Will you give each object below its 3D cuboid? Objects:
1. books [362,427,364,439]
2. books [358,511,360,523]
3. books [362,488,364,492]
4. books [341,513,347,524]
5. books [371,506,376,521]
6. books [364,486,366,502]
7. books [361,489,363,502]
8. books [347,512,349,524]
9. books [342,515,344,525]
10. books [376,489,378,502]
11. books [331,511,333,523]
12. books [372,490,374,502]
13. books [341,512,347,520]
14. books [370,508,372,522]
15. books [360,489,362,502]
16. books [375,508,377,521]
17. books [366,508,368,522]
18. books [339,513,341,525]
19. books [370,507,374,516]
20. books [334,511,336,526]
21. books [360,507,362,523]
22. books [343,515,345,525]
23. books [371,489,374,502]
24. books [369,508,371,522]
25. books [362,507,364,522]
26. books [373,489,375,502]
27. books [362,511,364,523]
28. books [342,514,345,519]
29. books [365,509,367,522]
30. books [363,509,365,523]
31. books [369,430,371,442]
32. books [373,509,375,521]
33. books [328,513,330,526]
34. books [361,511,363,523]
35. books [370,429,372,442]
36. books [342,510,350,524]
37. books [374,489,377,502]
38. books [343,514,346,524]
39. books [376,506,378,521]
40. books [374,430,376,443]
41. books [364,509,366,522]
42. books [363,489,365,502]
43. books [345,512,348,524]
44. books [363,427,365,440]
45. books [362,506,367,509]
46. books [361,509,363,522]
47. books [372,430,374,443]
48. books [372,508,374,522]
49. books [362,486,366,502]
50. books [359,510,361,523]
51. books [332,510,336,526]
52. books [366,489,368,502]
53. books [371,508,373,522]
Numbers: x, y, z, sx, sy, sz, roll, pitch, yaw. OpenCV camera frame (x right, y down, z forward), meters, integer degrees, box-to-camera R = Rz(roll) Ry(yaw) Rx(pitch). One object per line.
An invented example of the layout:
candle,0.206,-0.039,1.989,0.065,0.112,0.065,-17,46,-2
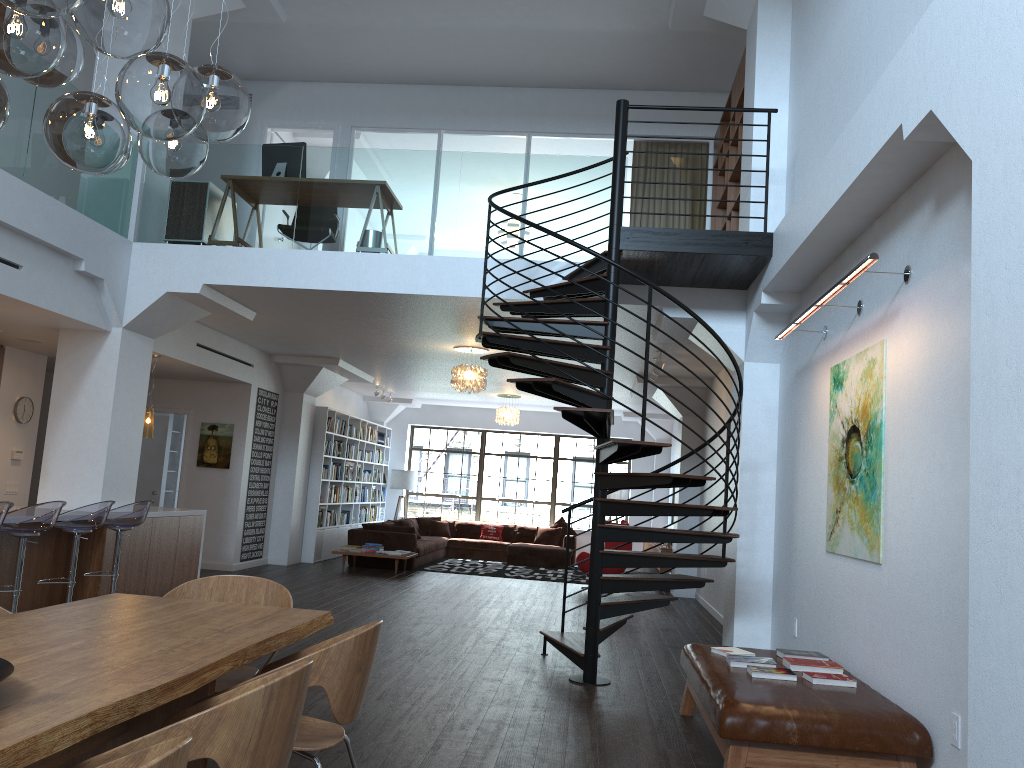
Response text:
books,-2.804,0.902,16.206,0.160,0.251,0.031,3,-7,6
books,-2.887,2.423,16.266,0.174,0.240,0.045,3,-7,5
books,-2.845,2.056,16.430,0.182,0.255,0.077,3,-7,6
books,-2.953,2.341,15.427,0.139,0.191,0.036,3,-7,6
books,-2.761,2.542,17.429,0.140,0.298,0.044,3,-7,6
books,-2.826,2.065,16.643,0.176,0.293,0.125,3,-7,6
books,-2.842,2.057,16.389,0.174,0.243,0.085,3,-7,6
books,-2.941,2.353,15.567,0.146,0.202,0.027,3,-7,6
books,-2.962,2.334,15.269,0.120,0.167,0.020,3,-7,6
books,-2.749,2.197,17.525,0.160,0.251,0.039,3,-7,6
books,-3.039,2.200,14.556,0.160,0.251,0.039,3,-7,6
books,-2.767,2.170,17.201,0.161,0.223,0.030,3,-7,6
books,-2.955,2.339,15.460,0.146,0.202,0.027,3,-7,6
books,-2.804,2.524,17.115,0.183,0.253,0.037,3,-7,6
books,-2.852,2.038,16.289,0.182,0.255,0.077,3,-7,6
books,-2.769,2.584,17.562,0.171,0.246,0.057,3,-7,6
books,-2.832,2.483,16.811,0.180,0.259,0.060,3,-7,5
books,-2.989,2.293,15.072,0.136,0.196,0.045,3,-7,6
books,-2.802,2.533,17.320,0.198,0.284,0.066,3,-7,6
books,-3.018,2.235,14.769,0.174,0.236,0.142,3,-7,5
books,-2.876,2.416,16.386,0.198,0.284,0.066,3,-7,5
books,-2.952,2.340,15.319,0.107,0.167,0.017,3,-7,6
books,-2.777,2.146,17.134,0.174,0.251,0.051,3,-7,6
books,-2.811,2.519,17.080,0.183,0.253,0.036,3,-7,6
books,-2.858,2.427,16.495,0.176,0.290,0.053,3,-7,5
books,-2.768,2.171,17.306,0.171,0.246,0.036,3,-7,6
books,-2.855,2.451,16.536,0.183,0.253,0.034,3,-7,5
books,-2.959,2.341,15.342,0.122,0.169,0.023,3,-7,6
books,-2.832,2.476,16.728,0.183,0.253,0.034,3,-7,5
books,-2.848,2.455,16.568,0.183,0.253,0.034,3,-7,5
books,-2.773,0.975,16.756,0.174,0.240,0.045,3,-7,6
books,-2.785,2.560,17.377,0.189,0.247,0.057,3,-7,6
books,-3.044,2.204,14.405,0.161,0.223,0.030,3,-7,5
books,-2.855,2.456,16.451,0.161,0.223,0.026,3,-7,5
books,-2.746,0.980,16.805,0.171,0.246,0.057,3,-7,6
books,-2.937,2.349,15.653,0.140,0.231,0.042,3,-7,6
books,-2.757,2.183,17.425,0.183,0.253,0.042,3,-7,6
books,-2.956,2.343,15.370,0.126,0.173,0.032,3,-7,6
books,-2.763,2.572,17.647,0.176,0.290,0.053,3,-7,6
books,-2.721,1.008,17.054,0.183,0.253,0.034,3,-7,6
books,-2.847,2.477,16.689,0.174,0.240,0.045,3,-7,5
books,-2.830,2.065,16.475,0.182,0.253,0.098,3,-7,6
books,-2.944,2.343,15.486,0.146,0.202,0.027,3,-7,6
books,-2.795,0.910,16.271,0.160,0.251,0.039,3,-7,6
books,-2.837,2.461,16.765,0.176,0.290,0.036,3,-7,5
books,-2.859,2.439,16.428,0.160,0.250,0.026,3,-7,5
books,-2.733,0.991,16.919,0.183,0.253,0.034,3,-7,6
books,-2.791,2.542,17.259,0.183,0.253,0.037,3,-7,6
books,-2.836,2.058,16.582,0.197,0.290,0.136,3,-7,6
books,-2.882,2.435,16.331,0.168,0.231,0.037,3,-7,5
books,-3.024,2.214,14.681,0.183,0.253,0.042,3,-7,6
books,-2.815,2.100,16.727,0.174,0.242,0.105,3,-7,6
books,-2.797,2.540,17.228,0.160,0.250,0.027,3,-7,6
